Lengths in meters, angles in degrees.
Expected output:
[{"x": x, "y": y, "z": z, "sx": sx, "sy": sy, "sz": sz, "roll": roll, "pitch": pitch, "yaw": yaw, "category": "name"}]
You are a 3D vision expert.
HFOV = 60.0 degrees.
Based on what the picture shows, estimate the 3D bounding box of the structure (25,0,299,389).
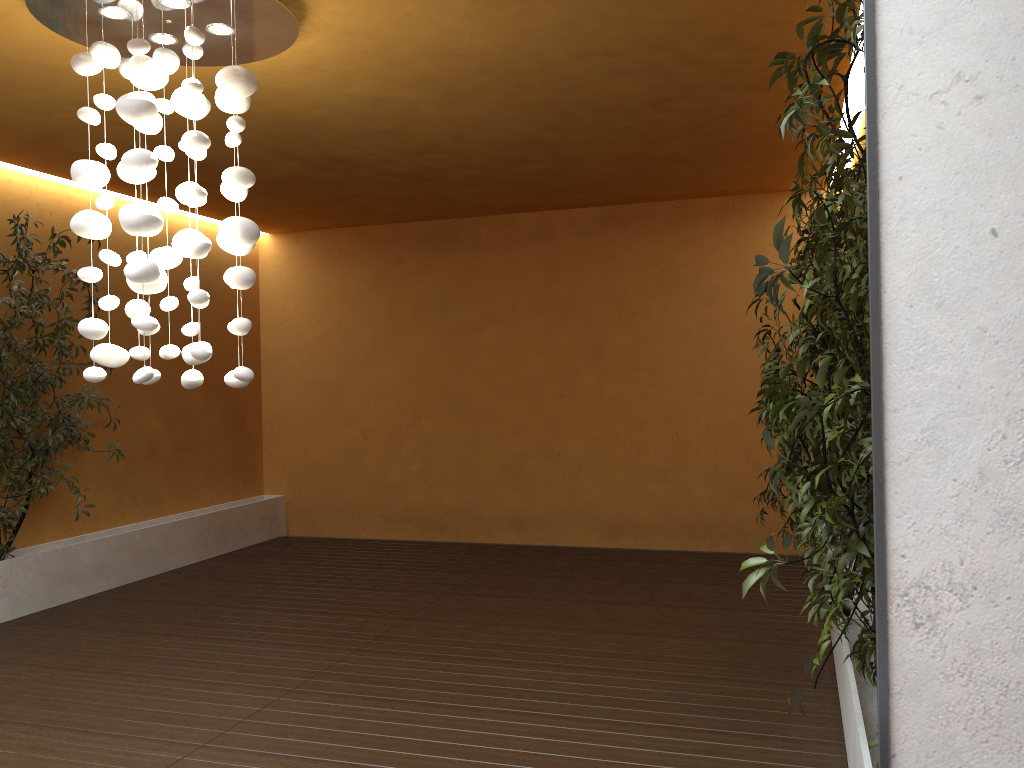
[{"x": -1.346, "y": -0.742, "z": 3.517, "sx": 1.002, "sy": 1.529, "sz": 1.002, "roll": -1, "pitch": 0, "yaw": -24, "category": "structure"}]

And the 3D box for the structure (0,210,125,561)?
[{"x": -3.462, "y": 0.022, "z": 4.920, "sx": 0.622, "sy": 2.483, "sz": 3.166, "roll": -1, "pitch": 0, "yaw": 17, "category": "structure"}]

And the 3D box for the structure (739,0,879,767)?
[{"x": 1.213, "y": -0.075, "z": 3.402, "sx": 0.622, "sy": 2.483, "sz": 3.166, "roll": -1, "pitch": 0, "yaw": 17, "category": "structure"}]
